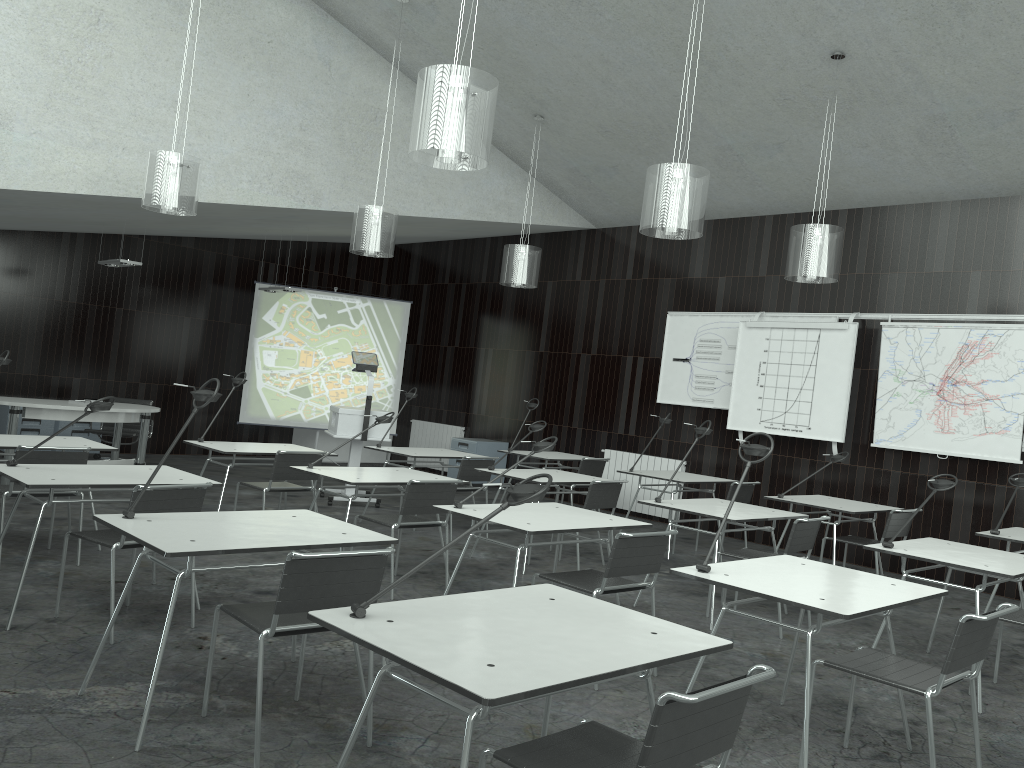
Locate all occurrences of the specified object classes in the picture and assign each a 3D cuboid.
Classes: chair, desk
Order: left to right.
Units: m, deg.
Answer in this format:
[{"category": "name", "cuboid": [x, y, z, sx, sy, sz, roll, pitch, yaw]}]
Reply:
[{"category": "desk", "cuboid": [-3.006, 0.445, 5.445, 0.900, 1.321, 0.700, 7, 0, -44]}, {"category": "chair", "cuboid": [-2.754, 0.749, 5.132, 0.428, 0.765, 0.555, 7, 0, -43]}, {"category": "desk", "cuboid": [-3.995, 0.604, 8.047, 0.910, 0.818, 1.600, 6, 0, 41]}, {"category": "desk", "cuboid": [-2.015, 0.633, 4.363, 0.900, 1.153, 0.700, 7, 0, -44]}, {"category": "chair", "cuboid": [-4.185, 0.587, 9.440, 0.560, 0.825, 0.587, 6, 0, -5]}, {"category": "chair", "cuboid": [-1.746, 0.855, 4.108, 0.555, 0.765, 0.428, 6, 0, 34]}, {"category": "desk", "cuboid": [-0.993, 0.656, 3.323, 0.900, 1.321, 0.700, 7, 0, -43]}, {"category": "desk", "cuboid": [-1.853, 0.579, 6.535, 0.900, 1.321, 0.700, 7, 0, -43]}, {"category": "chair", "cuboid": [-1.659, 0.877, 6.315, 0.555, 0.765, 0.428, 6, 0, 45]}, {"category": "chair", "cuboid": [-0.740, 0.960, 3.060, 0.428, 0.765, 0.555, 7, 0, -41]}, {"category": "desk", "cuboid": [-0.840, 0.770, 5.555, 0.900, 1.153, 0.700, 7, 0, -44]}, {"category": "chair", "cuboid": [-0.645, 0.983, 5.351, 0.428, 0.765, 0.555, 7, 0, -44]}, {"category": "desk", "cuboid": [-0.721, 0.711, 7.661, 0.900, 1.321, 0.700, 7, 0, -44]}, {"category": "chair", "cuboid": [-0.459, 1.015, 7.359, 0.555, 0.765, 0.428, 6, 0, 43]}, {"category": "desk", "cuboid": [0.021, 0.847, 2.310, 0.900, 1.153, 0.700, 7, 0, -44]}, {"category": "desk", "cuboid": [0.145, 0.873, 4.449, 0.900, 1.153, 0.700, 7, 0, -44]}, {"category": "desk", "cuboid": [0.258, 0.898, 6.608, 0.900, 1.153, 0.700, 7, 0, -44]}, {"category": "desk", "cuboid": [0.404, 0.842, 8.777, 0.900, 1.321, 0.700, 7, 0, -45]}, {"category": "chair", "cuboid": [0.591, 1.139, 8.574, 0.555, 0.765, 0.428, 6, 0, 44]}, {"category": "chair", "cuboid": [0.480, 1.114, 6.416, 0.555, 0.765, 0.428, 6, 0, 42]}, {"category": "chair", "cuboid": [0.413, 1.094, 4.144, 0.428, 0.765, 0.555, 7, 0, -42]}, {"category": "chair", "cuboid": [0.243, 1.063, 2.071, 0.555, 0.765, 0.428, 6, 0, 45]}, {"category": "desk", "cuboid": [1.454, 0.952, 7.765, 0.700, 1.321, 0.900, 6, 0, 44]}, {"category": "chair", "cuboid": [1.723, 1.258, 7.471, 0.555, 0.765, 0.428, 6, 0, 44]}, {"category": "desk", "cuboid": [1.330, 0.926, 5.581, 0.900, 1.321, 0.700, 7, 0, -44]}, {"category": "chair", "cuboid": [1.546, 1.226, 5.344, 0.555, 0.765, 0.428, 6, 0, 41]}, {"category": "desk", "cuboid": [1.141, 0.893, 3.396, 0.900, 1.321, 0.700, 7, 0, -44]}, {"category": "desk", "cuboid": [2.419, 1.137, 6.689, 0.900, 1.153, 0.700, 7, 0, -44]}, {"category": "chair", "cuboid": [2.614, 1.351, 6.484, 0.428, 0.765, 0.555, 7, 0, -42]}, {"category": "chair", "cuboid": [1.400, 1.197, 3.138, 0.428, 0.765, 0.555, 7, 0, -44]}, {"category": "desk", "cuboid": [2.320, 1.114, 4.559, 0.900, 1.153, 0.700, 7, 0, -44]}, {"category": "chair", "cuboid": [2.590, 1.336, 4.257, 0.428, 0.765, 0.555, 7, 0, -44]}, {"category": "desk", "cuboid": [3.462, 1.247, 5.667, 0.700, 1.153, 0.900, 6, 0, 45]}]

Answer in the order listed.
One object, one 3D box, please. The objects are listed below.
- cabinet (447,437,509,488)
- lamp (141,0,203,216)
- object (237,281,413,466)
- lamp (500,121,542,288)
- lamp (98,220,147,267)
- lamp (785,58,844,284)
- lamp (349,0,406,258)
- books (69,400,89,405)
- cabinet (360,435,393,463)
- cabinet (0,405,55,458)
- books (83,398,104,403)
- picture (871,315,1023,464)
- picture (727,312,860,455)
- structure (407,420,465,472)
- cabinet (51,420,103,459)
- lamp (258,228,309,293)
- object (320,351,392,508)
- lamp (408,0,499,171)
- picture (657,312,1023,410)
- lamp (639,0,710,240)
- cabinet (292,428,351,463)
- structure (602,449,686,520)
[{"category": "cabinet", "cuboid": [-0.431, 1.103, 11.136, 0.598, 0.648, 0.502, 7, 0, -45]}, {"category": "lamp", "cuboid": [-2.173, -2.726, 6.033, 0.350, 2.848, 0.359, 7, 0, -44]}, {"category": "object", "cuboid": [-2.398, -0.098, 11.431, 2.051, 2.602, 0.673, 6, 0, -20]}, {"category": "lamp", "cuboid": [0.157, -1.908, 8.377, 0.350, 1.761, 0.359, 7, 0, -44]}, {"category": "lamp", "cuboid": [-3.716, -3.098, 8.850, 0.212, 3.595, 0.600, 7, 0, -44]}, {"category": "lamp", "cuboid": [2.207, -1.693, 6.263, 0.350, 1.761, 0.359, 7, 0, -44]}, {"category": "lamp", "cuboid": [-1.014, -2.319, 7.199, 0.350, 2.307, 0.359, 7, 0, -44]}, {"category": "books", "cuboid": [-3.908, 0.193, 8.196, 0.297, 0.021, 0.210, 6, 0, 29]}, {"category": "cabinet", "cuboid": [-2.144, 0.594, 12.889, 0.639, 1.285, 0.587, 7, 0, -44]}, {"category": "cabinet", "cuboid": [-5.375, 0.548, 9.747, 0.502, 0.648, 0.598, 7, 0, -45]}, {"category": "books", "cuboid": [-3.861, 0.173, 8.183, 0.164, 0.032, 0.183, 7, 0, -31]}, {"category": "picture", "cuboid": [3.647, 0.024, 7.400, 0.163, 1.342, 1.211, 7, 0, -44]}, {"category": "picture", "cuboid": [2.655, -0.021, 8.360, 0.254, 1.508, 1.191, 7, 0, -44]}, {"category": "structure", "cuboid": [-1.069, 0.937, 12.167, 0.079, 0.688, 1.129, 7, 0, -44]}, {"category": "cabinet", "cuboid": [-5.009, 0.591, 10.106, 0.502, 0.648, 0.598, 7, 0, -45]}, {"category": "lamp", "cuboid": [-2.446, -2.951, 10.097, 0.212, 3.595, 0.600, 7, 0, -44]}, {"category": "object", "cuboid": [-1.490, 0.471, 8.631, 0.559, 1.639, 0.680, 6, 0, -20]}, {"category": "lamp", "cuboid": [-0.123, -2.511, 3.920, 0.350, 2.848, 0.359, 7, 0, -44]}, {"category": "picture", "cuboid": [2.946, -0.185, 8.237, 0.050, 1.102, 3.818, 7, 0, -44]}, {"category": "lamp", "cuboid": [1.036, -2.104, 5.086, 0.350, 2.307, 0.359, 7, 0, -44]}, {"category": "cabinet", "cuboid": [-2.605, 0.541, 12.437, 0.639, 1.285, 0.587, 7, 0, -44]}, {"category": "structure", "cuboid": [1.382, 1.195, 9.641, 0.079, 0.688, 1.129, 7, 0, -44]}]
